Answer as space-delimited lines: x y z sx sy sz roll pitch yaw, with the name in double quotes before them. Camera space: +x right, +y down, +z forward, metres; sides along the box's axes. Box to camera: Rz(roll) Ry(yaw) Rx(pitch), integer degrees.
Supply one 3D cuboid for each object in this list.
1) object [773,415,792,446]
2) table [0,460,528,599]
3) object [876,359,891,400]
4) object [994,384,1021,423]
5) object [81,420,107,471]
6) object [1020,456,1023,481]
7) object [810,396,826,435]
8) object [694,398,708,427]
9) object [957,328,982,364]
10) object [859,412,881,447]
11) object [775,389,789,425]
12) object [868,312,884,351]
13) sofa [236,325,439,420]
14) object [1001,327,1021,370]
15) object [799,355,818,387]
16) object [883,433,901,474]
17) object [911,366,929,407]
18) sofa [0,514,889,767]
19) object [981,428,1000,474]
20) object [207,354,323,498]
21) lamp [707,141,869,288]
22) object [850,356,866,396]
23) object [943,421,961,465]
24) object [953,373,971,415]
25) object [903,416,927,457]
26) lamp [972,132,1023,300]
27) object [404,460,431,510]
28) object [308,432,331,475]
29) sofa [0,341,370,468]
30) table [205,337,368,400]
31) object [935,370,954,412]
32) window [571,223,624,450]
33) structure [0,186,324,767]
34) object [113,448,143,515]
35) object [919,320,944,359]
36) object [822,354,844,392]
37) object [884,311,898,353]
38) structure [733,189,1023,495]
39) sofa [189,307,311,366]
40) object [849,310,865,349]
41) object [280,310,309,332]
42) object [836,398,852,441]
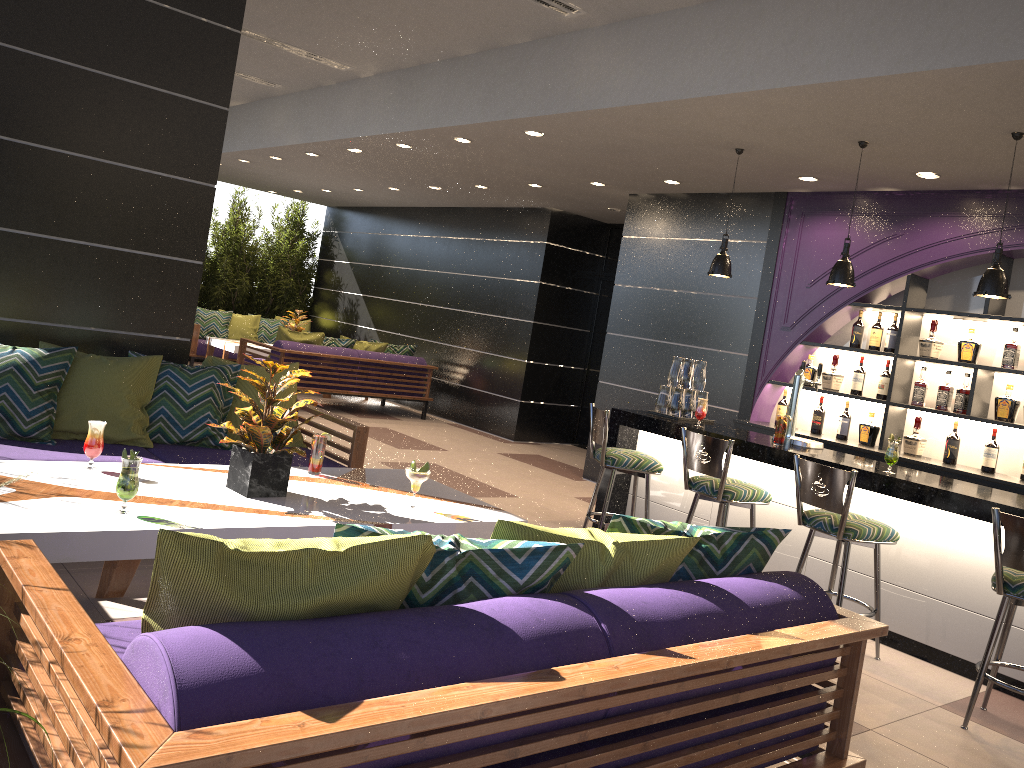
"object" 1.601 0.274 5.257 0.066 0.189 0.085 9 1 -15
"table" -1.045 0.693 3.442 2.028 0.553 0.947 6 4 -40
"object" 2.713 -0.031 6.431 0.086 0.298 0.086 9 1 9
"object" 3.234 0.125 5.778 0.094 0.247 0.152 9 1 -38
"object" -1.598 0.234 3.383 0.069 0.181 0.068 10 1 33
"object" 3.308 0.473 5.640 0.086 0.298 0.086 9 1 9
"object" 2.359 0.237 6.798 0.086 0.299 0.086 9 1 9
"object" 1.222 0.184 5.725 0.069 0.181 0.068 10 1 22
"object" 3.124 -0.257 6.044 0.152 0.247 0.094 10 1 39
"object" 2.615 0.329 6.477 0.094 0.247 0.152 9 1 -30
"object" 2.157 0.188 7.044 0.086 0.298 0.086 9 1 9
"object" 2.709 -0.387 6.565 0.086 0.298 0.086 9 1 9
"sofa" -2.105 -0.168 10.735 2.117 0.919 1.125 7 4 -40
"object" 3.299 -0.232 5.835 0.082 0.281 0.084 9 1 -40
"object" 2.315 -0.103 6.898 0.152 0.247 0.094 10 1 39
"object" 2.035 0.371 4.736 0.069 0.211 0.068 10 1 33
"object" 2.885 0.018 6.243 0.084 0.281 0.082 10 1 35
"sofa" -0.096 0.741 2.329 2.117 0.919 1.125 7 4 -40
"object" 3.145 0.435 5.804 0.086 0.297 0.086 9 1 9
"object" -0.952 0.163 3.432 0.428 0.526 0.427 8 2 -28
"lamp" 1.744 -1.079 5.604 0.191 0.863 1.087 9 2 -40
"object" 2.576 -0.062 6.565 0.086 0.297 0.086 9 1 9
"object" 2.990 0.396 6.001 0.086 0.297 0.086 9 1 9
"object" 3.079 0.064 6.022 0.082 0.281 0.083 9 1 -20
"object" 2.836 0.367 6.217 0.123 0.279 0.124 9 1 -40
"lamp" 2.565 -0.875 4.604 0.163 0.864 0.163 9 1 2
"object" -0.392 0.408 3.617 0.105 0.197 0.106 9 1 -12
"object" -0.861 0.311 3.957 0.084 0.189 0.067 9 1 -15
"sofa" -1.954 0.280 4.595 2.117 0.919 1.125 7 4 -40
"table" -2.917 -0.184 11.716 2.028 0.553 0.947 6 4 -40
"object" 3.008 0.045 6.138 0.082 0.281 0.084 9 1 -40
"window" 1.524 -0.469 10.176 0.108 2.760 1.836 9 1 -40
"structure" 1.264 -0.240 3.564 7.784 3.119 24.867 6 5 -40
"object" -1.242 0.313 2.868 0.069 0.211 0.068 10 1 33
"object" 2.956 -0.314 6.231 0.123 0.279 0.124 9 1 -26
"object" 2.452 -0.086 6.751 0.123 0.279 0.124 9 1 -26
"object" 2.772 -0.377 6.446 0.103 0.315 0.087 9 1 -35
"structure" 3.409 0.167 5.452 0.528 2.758 4.656 9 3 -40
"sofa" -3.724 -0.570 12.708 2.117 0.919 1.125 7 4 -40
"object" 2.612 -0.411 6.679 0.086 0.297 0.086 9 1 9
"object" -2.860 -0.719 11.673 0.428 0.526 0.427 9 2 -23
"object" 2.493 0.263 6.640 0.103 0.315 0.087 9 1 -35
